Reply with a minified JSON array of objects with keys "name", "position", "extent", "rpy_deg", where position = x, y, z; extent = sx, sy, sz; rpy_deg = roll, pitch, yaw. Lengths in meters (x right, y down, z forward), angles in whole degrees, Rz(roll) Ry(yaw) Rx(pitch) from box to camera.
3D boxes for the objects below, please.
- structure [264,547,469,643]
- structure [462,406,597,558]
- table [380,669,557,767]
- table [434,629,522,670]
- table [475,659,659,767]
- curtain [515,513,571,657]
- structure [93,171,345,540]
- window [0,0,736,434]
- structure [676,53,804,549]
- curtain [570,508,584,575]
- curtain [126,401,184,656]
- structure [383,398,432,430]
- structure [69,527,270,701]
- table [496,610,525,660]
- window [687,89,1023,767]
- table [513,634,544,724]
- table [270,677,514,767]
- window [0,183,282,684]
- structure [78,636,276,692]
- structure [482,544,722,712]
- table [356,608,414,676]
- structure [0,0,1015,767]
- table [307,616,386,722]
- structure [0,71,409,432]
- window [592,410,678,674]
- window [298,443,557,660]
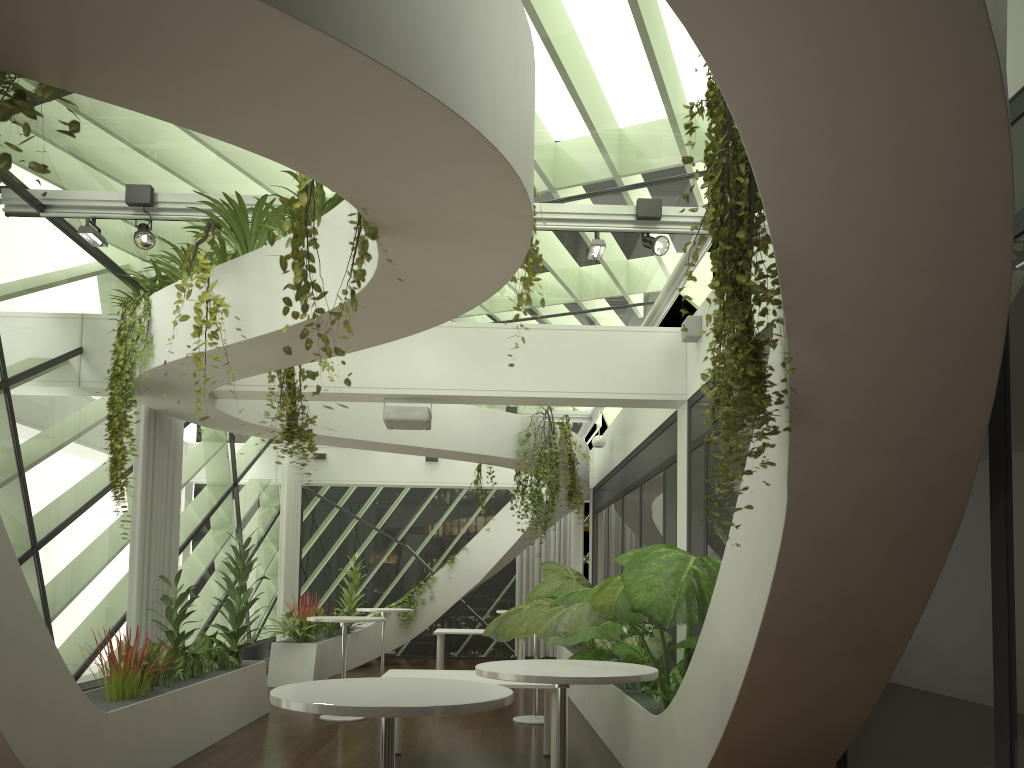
[{"name":"structure","position":[-2.770,3.441,14.554],"extent":[2.041,1.644,4.851],"rpy_deg":[-4,-13,29]},{"name":"structure","position":[0.205,1.352,12.004],"extent":[1.647,2.045,1.451],"rpy_deg":[6,-9,-36]},{"name":"table","position":[-0.325,2.775,7.213],"extent":[1.500,0.708,1.090],"rpy_deg":[1,-10,-1]},{"name":"table","position":[-0.520,4.450,14.489],"extent":[1.500,0.708,1.090],"rpy_deg":[1,-10,-1]},{"name":"table","position":[0.248,1.876,4.092],"extent":[0.857,1.081,0.870],"rpy_deg":[3,-8,-16]},{"name":"curtain","position":[0.700,3.378,17.443],"extent":[1.231,4.036,0.162],"rpy_deg":[1,-4,-3]},{"name":"structure","position":[-1.984,-0.020,6.512],"extent":[1.457,2.279,4.685],"rpy_deg":[6,-12,-37]},{"name":"window","position":[-1.194,-0.962,9.485],"extent":[5.687,0.054,17.084],"rpy_deg":[1,-13,-1]},{"name":"structure","position":[0.870,-0.499,2.997],"extent":[0.615,2.089,1.081],"rpy_deg":[0,-6,11]},{"name":"curtain","position":[1.245,3.205,16.656],"extent":[0.160,4.036,1.012],"rpy_deg":[1,-4,-3]},{"name":"curtain","position":[-3.664,1.366,9.015],"extent":[0.160,4.036,1.058],"rpy_deg":[1,-4,-3]},{"name":"structure","position":[-1.001,0.284,8.411],"extent":[0.462,0.272,0.396],"rpy_deg":[1,-10,-1]},{"name":"structure","position":[-2.895,1.976,7.779],"extent":[0.854,1.571,3.398],"rpy_deg":[1,-11,-2]},{"name":"table","position":[0.184,3.979,13.212],"extent":[0.859,1.081,0.868],"rpy_deg":[-4,-9,33]},{"name":"window","position":[1.754,0.947,4.631],"extent":[0.050,3.185,7.247],"rpy_deg":[1,-11,-1]},{"name":"table","position":[0.280,3.156,9.639],"extent":[0.859,1.081,0.868],"rpy_deg":[-4,-9,33]},{"name":"table","position":[-0.431,1.636,3.098],"extent":[0.857,1.081,0.870],"rpy_deg":[3,-8,-16]},{"name":"window","position":[-4.062,1.237,9.253],"extent":[0.084,4.556,17.117],"rpy_deg":[1,-12,-1]},{"name":"structure","position":[-3.956,3.426,9.815],"extent":[0.259,0.495,15.464],"rpy_deg":[1,-13,-1]},{"name":"structure","position":[0.580,2.635,9.095],"extent":[1.782,1.686,9.094],"rpy_deg":[1,-13,-2]},{"name":"table","position":[-1.922,3.933,13.158],"extent":[0.859,1.081,0.868],"rpy_deg":[-4,-9,33]},{"name":"structure","position":[-1.198,0.861,4.627],"extent":[5.917,4.150,24.893],"rpy_deg":[0,-13,4]},{"name":"table","position":[-1.826,3.110,9.585],"extent":[0.859,1.081,0.868],"rpy_deg":[-4,-9,33]},{"name":"structure","position":[-1.562,-0.699,2.460],"extent":[3.235,1.832,1.242],"rpy_deg":[9,-10,-35]},{"name":"window","position":[1.553,2.674,12.136],"extent":[0.050,3.185,7.337],"rpy_deg":[1,-12,-1]},{"name":"window","position":[-1.428,3.215,17.634],"extent":[5.738,4.586,0.038],"rpy_deg":[1,-4,-1]}]
